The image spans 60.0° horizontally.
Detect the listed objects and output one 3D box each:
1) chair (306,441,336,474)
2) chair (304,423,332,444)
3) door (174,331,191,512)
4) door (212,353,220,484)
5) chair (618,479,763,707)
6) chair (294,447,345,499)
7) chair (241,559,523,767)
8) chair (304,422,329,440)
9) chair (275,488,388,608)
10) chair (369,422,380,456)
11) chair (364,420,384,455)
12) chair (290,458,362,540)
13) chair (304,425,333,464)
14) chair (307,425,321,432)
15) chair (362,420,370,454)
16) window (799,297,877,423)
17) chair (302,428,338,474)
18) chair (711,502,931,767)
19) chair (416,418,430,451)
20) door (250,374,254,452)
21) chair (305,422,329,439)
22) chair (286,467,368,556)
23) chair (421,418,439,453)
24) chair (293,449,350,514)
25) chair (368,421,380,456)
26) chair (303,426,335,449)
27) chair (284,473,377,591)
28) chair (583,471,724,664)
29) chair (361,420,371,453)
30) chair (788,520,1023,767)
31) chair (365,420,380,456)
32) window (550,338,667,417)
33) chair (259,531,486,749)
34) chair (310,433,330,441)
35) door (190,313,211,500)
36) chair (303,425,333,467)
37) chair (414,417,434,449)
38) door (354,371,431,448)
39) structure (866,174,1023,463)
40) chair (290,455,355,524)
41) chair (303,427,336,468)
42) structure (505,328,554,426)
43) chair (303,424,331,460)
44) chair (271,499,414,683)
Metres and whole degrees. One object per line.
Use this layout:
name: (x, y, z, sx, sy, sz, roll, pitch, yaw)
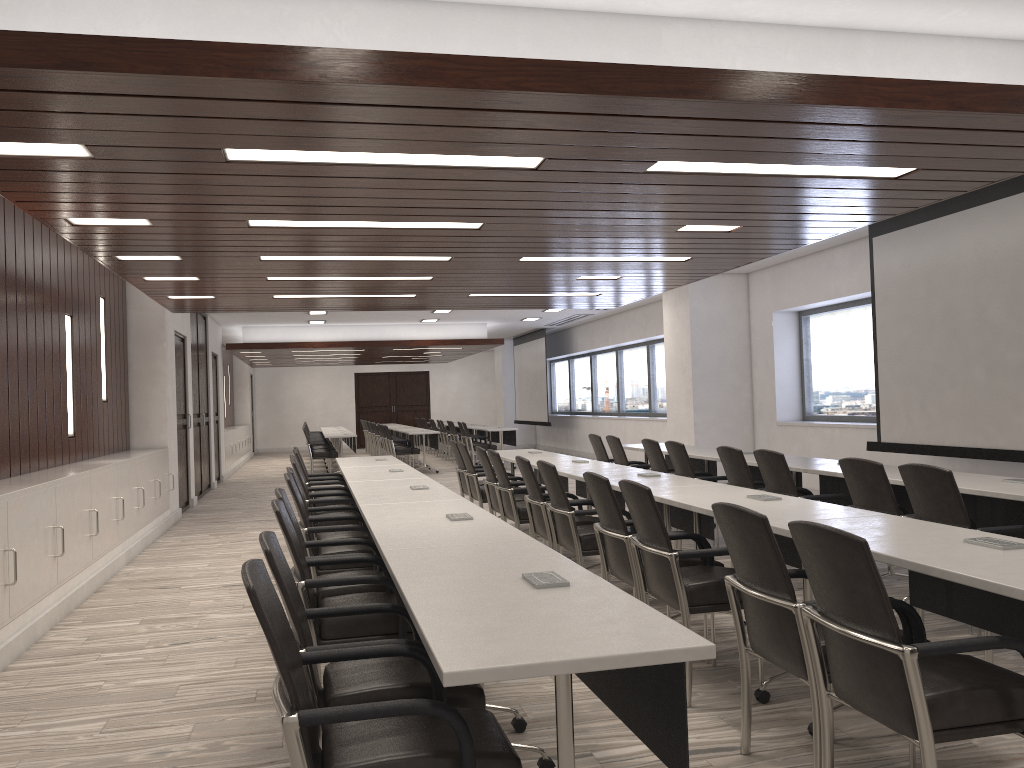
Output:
chair: (-3.679, 1.290, 16.985, 0.638, 0.939, 0.513, -2, -1, -13)
chair: (-4.684, 1.410, 21.438, 0.638, 0.939, 0.513, -2, -1, -14)
door: (-4.367, 0.499, 11.578, 0.200, 2.323, 1.163, -2, -1, -13)
door: (-5.313, 0.612, 15.740, 0.200, 2.323, 1.163, -2, -1, -13)
chair: (0.838, 0.887, 4.002, 0.638, 0.939, 0.513, -2, -1, -13)
chair: (-1.782, 1.065, 8.628, 0.638, 0.939, 0.513, -2, -1, -13)
chair: (-0.322, 0.891, 2.190, 0.638, 0.939, 0.513, -2, -1, -13)
chair: (-5.033, 1.451, 22.920, 0.638, 0.939, 0.513, -2, -1, -12)
chair: (-0.775, 0.945, 4.177, 0.638, 0.939, 0.513, -2, -1, -13)
chair: (-3.103, 1.353, 21.266, 0.638, 0.939, 0.513, -2, -1, -13)
chair: (-3.543, 1.407, 23.261, 0.638, 0.939, 0.513, -2, -1, -12)
chair: (-1.317, 1.011, 6.630, 0.638, 0.939, 0.513, -2, -1, -13)
chair: (-4.351, 1.370, 19.942, 0.638, 0.939, 0.513, -2, -1, -13)
chair: (-5.365, 1.491, 24.402, 0.638, 0.939, 0.513, -2, -1, -12)
chair: (-3.761, 1.433, 24.237, 0.638, 0.939, 0.513, -2, -1, -12)
window: (4.577, -0.325, 8.127, 0.118, 1.419, 6.968, -2, -1, -13)
chair: (-3.555, 1.276, 16.477, 0.638, 0.939, 0.513, -2, -1, -12)
chair: (1.053, 0.861, 3.035, 0.638, 0.939, 0.513, -2, -1, -13)
chair: (-2.319, 1.390, 24.561, 0.638, 0.939, 0.513, -2, -1, -12)
door: (-7.547, 0.877, 25.568, 0.200, 2.323, 1.163, -2, -1, -13)
chair: (-5.246, 1.477, 23.892, 0.638, 0.939, 0.513, -2, -1, -13)
chair: (-1.098, 0.985, 5.660, 0.638, 0.939, 0.513, -2, -1, -14)
chair: (-2.096, 1.364, 23.597, 0.638, 0.939, 0.513, -2, -1, -13)
chair: (-1.664, 1.051, 8.111, 0.638, 0.939, 0.513, -2, -1, -14)
chair: (-3.209, 1.367, 21.780, 0.638, 0.939, 0.513, -2, -1, -13)
chair: (-4.017, 1.331, 18.483, 0.638, 0.939, 0.513, -2, -1, -12)
chair: (-0.980, 0.971, 5.142, 0.638, 0.939, 0.513, -2, -1, -12)
chair: (0.713, 0.900, 4.507, 0.638, 0.939, 0.513, -2, -1, -13)
chair: (-3.892, 1.447, 24.739, 0.638, 0.939, 0.513, -2, -1, -14)
chair: (1.169, 0.847, 2.532, 0.638, 0.939, 0.513, -2, -1, -13)
chair: (-3.435, 1.393, 22.753, 0.638, 0.939, 0.513, -2, -1, -13)
window: (2.247, -0.048, 18.375, 0.118, 1.419, 10.452, -2, -1, -13)
chair: (-0.427, 0.905, 2.703, 0.638, 0.939, 0.513, -2, -1, -13)
chair: (-4.916, 1.437, 22.408, 0.638, 0.939, 0.513, -2, -1, -14)
door: (-4.850, 0.273, 13.666, 0.200, 2.889, 2.327, -2, -1, -13)
chair: (-4.243, 1.357, 19.434, 0.638, 0.939, 0.513, -2, -1, -12)
chair: (-2.426, 1.403, 25.071, 0.638, 0.939, 0.513, -2, -1, -13)
door: (-3.700, 0.785, 27.633, 2.329, 2.323, 0.200, -2, -1, -13)
structure: (3.780, -0.570, 6.816, 0.438, 2.329, 3.550, -2, -1, -13)
chair: (-1.447, 1.025, 7.134, 0.638, 0.939, 0.513, -2, -1, -14)
chair: (-3.899, 1.317, 17.963, 0.638, 0.939, 0.513, -2, -1, -13)
structure: (0.429, -0.172, 21.560, 0.438, 2.329, 3.550, -2, -1, -13)
chair: (-4.584, 1.397, 20.922, 0.638, 0.939, 0.513, -2, -1, -12)
chair: (-0.650, 0.931, 3.658, 0.638, 0.939, 0.513, -2, -1, -13)
